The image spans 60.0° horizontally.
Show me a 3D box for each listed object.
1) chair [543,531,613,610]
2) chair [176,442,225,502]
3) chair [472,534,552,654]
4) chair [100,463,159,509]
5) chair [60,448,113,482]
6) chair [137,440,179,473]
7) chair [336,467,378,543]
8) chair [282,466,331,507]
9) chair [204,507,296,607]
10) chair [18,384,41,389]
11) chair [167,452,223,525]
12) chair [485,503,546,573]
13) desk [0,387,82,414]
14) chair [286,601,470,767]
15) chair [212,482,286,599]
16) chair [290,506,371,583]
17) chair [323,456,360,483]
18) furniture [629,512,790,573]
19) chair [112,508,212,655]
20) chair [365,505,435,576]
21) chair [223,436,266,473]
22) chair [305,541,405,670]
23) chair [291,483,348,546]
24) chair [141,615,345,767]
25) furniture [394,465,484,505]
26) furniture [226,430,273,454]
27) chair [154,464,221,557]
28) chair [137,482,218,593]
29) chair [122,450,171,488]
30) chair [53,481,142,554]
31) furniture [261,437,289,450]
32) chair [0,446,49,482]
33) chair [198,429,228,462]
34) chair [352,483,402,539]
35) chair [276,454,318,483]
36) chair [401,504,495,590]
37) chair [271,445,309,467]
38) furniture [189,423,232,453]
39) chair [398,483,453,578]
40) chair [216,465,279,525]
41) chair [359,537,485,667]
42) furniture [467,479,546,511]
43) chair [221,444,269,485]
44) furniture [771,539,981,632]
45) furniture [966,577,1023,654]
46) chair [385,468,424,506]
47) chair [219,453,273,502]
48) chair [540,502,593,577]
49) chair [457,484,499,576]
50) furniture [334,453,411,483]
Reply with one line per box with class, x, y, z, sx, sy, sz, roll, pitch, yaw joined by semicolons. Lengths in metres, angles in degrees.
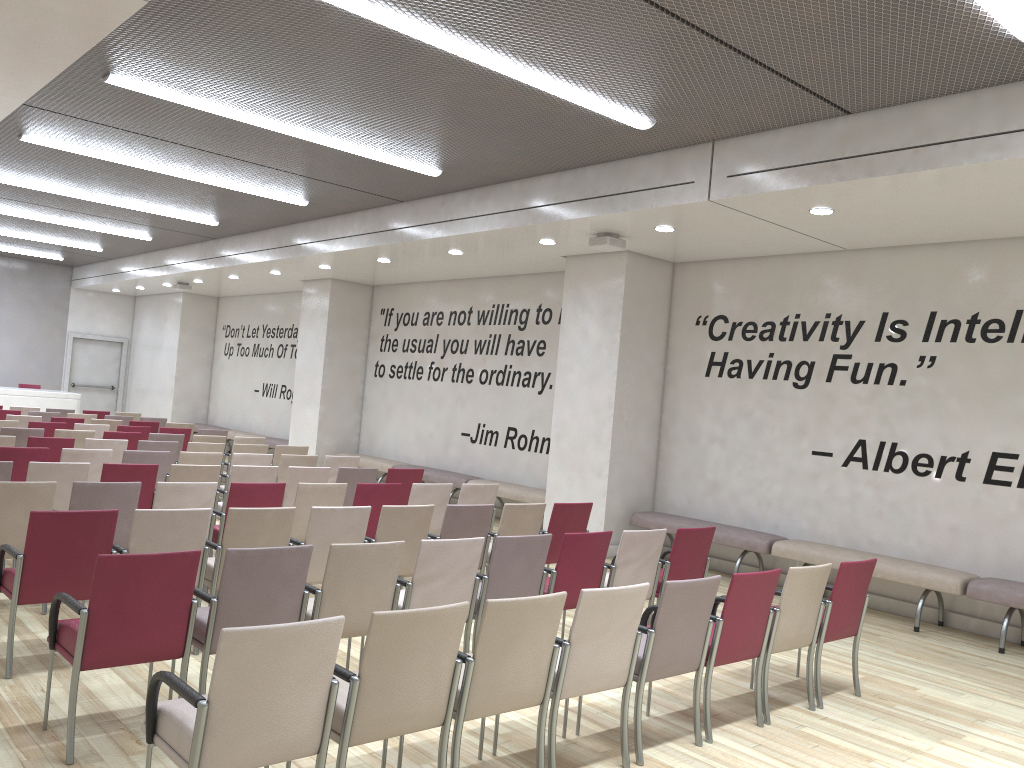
chair;0.263;1.376;5.881;0.513;0.890;0.640;6;-1;-42
chair;-3.774;1.112;10.514;0.513;0.890;0.640;6;-1;-42
chair;-0.148;1.333;5.515;0.513;0.890;0.640;6;-1;-41
chair;-3.381;1.090;7.562;0.513;0.890;0.640;6;-1;-41
chair;-4.196;1.037;8.507;0.513;0.890;0.640;6;-1;-41
chair;-4.179;1.070;10.143;0.513;0.890;0.640;6;-1;-41
chair;-1.747;1.261;9.023;0.513;0.890;0.640;6;-1;-40
chair;-2.151;1.218;8.652;0.513;0.890;0.640;6;-1;-41
chair;-1.768;1.196;5.715;0.513;0.890;0.640;6;-1;-40
chair;-10.571;0.463;19.498;0.513;0.890;0.640;6;-1;-42
chair;-3.376;1.122;9.209;0.513;0.890;0.640;6;-1;-41
chair;-0.121;1.367;7.175;0.513;0.890;0.640;6;-1;-42
desk;-10.844;0.557;17.796;3.652;1.042;1.456;6;-1;-41
chair;-0.562;1.259;3.511;0.513;0.890;0.640;6;-1;-42
chair;-2.164;1.186;7.010;0.513;0.890;0.640;6;-1;-40
chair;-1.347;1.239;6.078;0.513;0.890;0.640;6;-1;-40
chair;-2.146;1.250;10.299;0.513;0.890;0.640;6;-1;-40
furniture;2.095;1.776;9.653;0.530;0.550;1.833;6;-1;-41
chair;-2.187;1.152;5.352;0.513;0.890;0.640;6;-1;-41
chair;-0.954;1.280;6.438;0.513;0.890;0.640;6;-1;-42
chair;-3.756;1.145;12.154;0.513;0.890;0.640;6;-1;-42
chair;-0.963;1.248;4.794;0.513;0.890;0.640;6;-1;-40
chair;-1.749;1.229;7.369;0.513;0.890;0.640;6;-1;-41
chair;-0.975;1.216;3.142;0.513;0.890;0.640;6;-1;-41
furniture;-1.114;1.566;13.327;0.530;0.550;1.833;6;-1;-41
furniture;-5.535;1.277;18.388;0.530;0.550;1.833;6;-1;-41
chair;-2.975;1.133;7.928;0.513;0.890;0.640;6;-1;-42
chair;-2.580;1.143;6.655;0.513;0.890;0.640;6;-1;-41
chair;-3.778;1.080;8.851;0.513;0.890;0.640;6;-1;-41
chair;-2.993;1.100;6.287;0.513;0.890;0.640;6;-1;-41
furniture;-4.316;1.357;16.992;0.530;0.550;1.833;6;-1;-41
chair;-4.609;0.994;8.138;0.513;0.890;0.640;6;-1;-42
chair;-4.562;1.092;13.083;0.513;0.890;0.640;6;-1;-42
chair;-1.347;1.271;7.730;0.513;0.890;0.640;6;-1;-42
chair;-2.554;1.208;9.946;0.513;0.890;0.640;6;-1;-41
chair;-0.528;1.324;6.799;0.513;0.890;0.640;6;-1;-40
chair;-2.954;1.197;11.236;0.513;0.890;0.640;6;-1;-41
furniture;-6.757;1.197;19.786;0.530;0.550;1.833;6;-1;-41
chair;-0.932;1.314;8.097;0.513;0.890;0.640;6;-1;-42
chair;-2.563;1.176;8.305;0.513;0.890;0.640;6;-1;-41
chair;-0.551;1.291;5.156;0.513;0.890;0.640;6;-1;-41
furniture;0.105;1.646;11.931;0.530;0.550;1.833;6;-1;-41
chair;-3.356;1.155;10.861;0.513;0.890;0.640;6;-1;-42
furniture;3.316;1.856;8.255;0.530;0.550;1.833;6;-1;-41
furniture;4.535;1.936;6.859;0.530;0.550;1.833;6;-1;-41
chair;-1.316;1.305;9.378;0.513;0.890;0.640;6;-1;-41
chair;-2.958;1.166;9.589;0.513;0.890;0.640;6;-1;-40
chair;0.286;1.409;7.526;0.513;0.890;0.640;6;-1;-41
chair;-0.517;1.357;8.457;0.513;0.890;0.640;6;-1;-42
furniture;-2.336;1.486;14.725;0.530;0.550;1.833;6;-1;-41
